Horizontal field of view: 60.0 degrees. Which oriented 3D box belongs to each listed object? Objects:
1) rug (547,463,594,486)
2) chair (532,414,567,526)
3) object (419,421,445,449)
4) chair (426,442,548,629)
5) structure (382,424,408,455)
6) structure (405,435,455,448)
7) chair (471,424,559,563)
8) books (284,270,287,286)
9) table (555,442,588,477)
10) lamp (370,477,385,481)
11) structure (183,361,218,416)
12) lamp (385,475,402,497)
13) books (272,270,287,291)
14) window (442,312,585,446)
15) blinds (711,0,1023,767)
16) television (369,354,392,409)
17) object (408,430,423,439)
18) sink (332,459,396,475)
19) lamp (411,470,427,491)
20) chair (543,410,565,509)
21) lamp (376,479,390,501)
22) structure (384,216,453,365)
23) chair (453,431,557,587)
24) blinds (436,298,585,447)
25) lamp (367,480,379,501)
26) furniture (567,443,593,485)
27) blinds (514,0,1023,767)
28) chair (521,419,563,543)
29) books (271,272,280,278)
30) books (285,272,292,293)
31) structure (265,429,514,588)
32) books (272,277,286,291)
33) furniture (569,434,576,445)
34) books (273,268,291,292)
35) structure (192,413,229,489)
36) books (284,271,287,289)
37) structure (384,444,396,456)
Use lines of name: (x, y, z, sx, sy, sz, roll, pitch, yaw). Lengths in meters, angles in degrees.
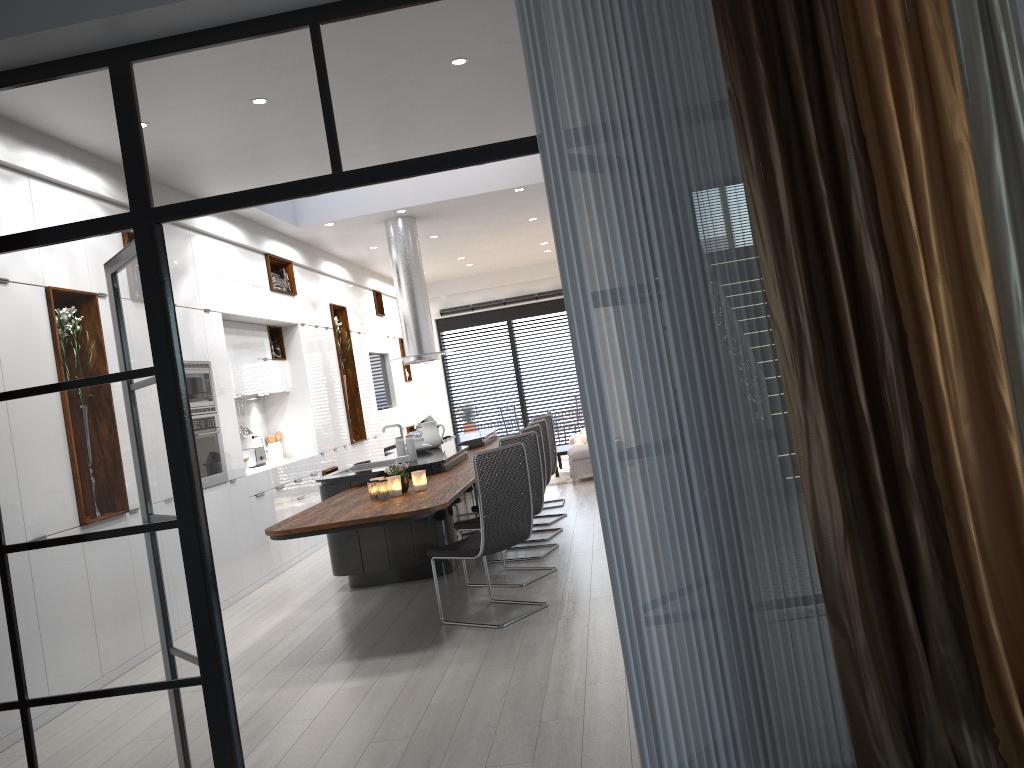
rug: (1.006, 1.210, 12.570, 1.623, 0.020, 2.520, -9, 0, 6)
chair: (0.140, 0.852, 8.716, 0.536, 1.019, 0.471, -10, -1, 26)
object: (-0.766, 0.487, 8.475, 0.211, 0.254, 0.183, -10, -1, 40)
chair: (-0.193, 0.911, 5.444, 0.535, 1.019, 0.471, -10, -1, 41)
structure: (-0.981, 0.495, 7.376, 0.177, 0.310, 0.089, -9, -1, 6)
structure: (-0.931, 0.629, 9.705, 0.501, 0.026, 0.811, -9, 0, 6)
chair: (-0.013, 0.879, 7.191, 0.536, 1.019, 0.471, -10, -1, 21)
books: (-2.541, -1.081, 9.575, 0.217, 0.272, 0.030, -9, -1, 6)
table: (1.114, 1.027, 12.504, 1.000, 0.350, 1.000, -9, 0, 6)
lamp: (-0.858, 0.667, 5.701, 0.095, 0.124, 0.096, -10, -1, 23)
structure: (-2.711, 0.068, 7.050, 0.458, 0.430, 0.595, -9, 0, 6)
lamp: (-0.745, 0.649, 5.618, 0.095, 0.124, 0.095, -9, -1, -1)
books: (-2.525, -1.077, 9.520, 0.197, 0.269, 0.026, -9, -1, 6)
window: (2.938, -1.757, 15.818, 8.563, 5.064, 0.462, -9, -1, 4)
blinds: (1.068, -0.316, 2.360, 0.810, 3.046, 0.255, -9, -1, 6)
television: (-1.983, -0.031, 13.032, 0.050, 0.805, 1.187, -9, 0, 6)
object: (-0.945, 0.557, 8.835, 0.211, 0.174, 0.211, -9, -1, 13)
sink: (-1.148, 0.752, 7.418, 0.485, 0.153, 0.738, -9, 0, 6)
lamp: (-0.596, 0.624, 5.718, 0.095, 0.124, 0.096, -10, -1, 39)
chair: (0.227, 0.836, 9.675, 0.536, 1.019, 0.471, -9, -1, 6)
lamp: (-0.803, 0.661, 5.523, 0.078, 0.120, 0.078, -9, -1, -11)
structure: (-1.108, -1.017, 9.753, 0.695, 1.609, 1.043, -9, -1, 5)
chair: (-0.087, 0.892, 6.376, 0.535, 1.019, 0.471, -10, -1, 36)
blinds: (0.136, -0.021, 15.744, 2.583, 2.722, 0.358, -9, -1, 6)
lamp: (-0.867, 0.672, 5.595, 0.078, 0.120, 0.078, -9, -1, -11)
furniture: (1.078, 0.978, 11.391, 0.699, 0.460, 0.699, -9, 0, 1)
blinds: (0.798, -0.265, 2.489, 1.300, 3.070, 0.052, -9, -1, 6)
chair: (0.061, 0.866, 7.906, 0.536, 1.019, 0.471, -10, -1, 21)
books: (-2.593, -1.114, 9.291, 0.250, 0.047, 0.307, -9, 0, 2)
books: (-2.518, -1.083, 9.682, 0.210, 0.267, 0.026, -9, -1, 6)
structure: (-0.711, 1.058, 7.590, 1.377, 0.887, 5.641, -9, 0, 6)
books: (-2.555, -1.026, 9.308, 0.279, 0.137, 0.345, -9, 0, 1)
furniture: (1.241, 0.948, 13.699, 0.699, 0.460, 0.699, -9, 0, 6)
books: (-2.531, -1.085, 9.604, 0.253, 0.312, 0.030, -9, -1, 6)
structure: (-2.614, 0.559, 7.036, 0.495, 0.571, 0.595, -9, -1, 6)
books: (-2.524, -1.076, 9.545, 0.194, 0.273, 0.025, -9, -1, 6)
structure: (-1.798, 1.166, 13.005, 0.221, 0.516, 1.204, -9, 0, 6)
